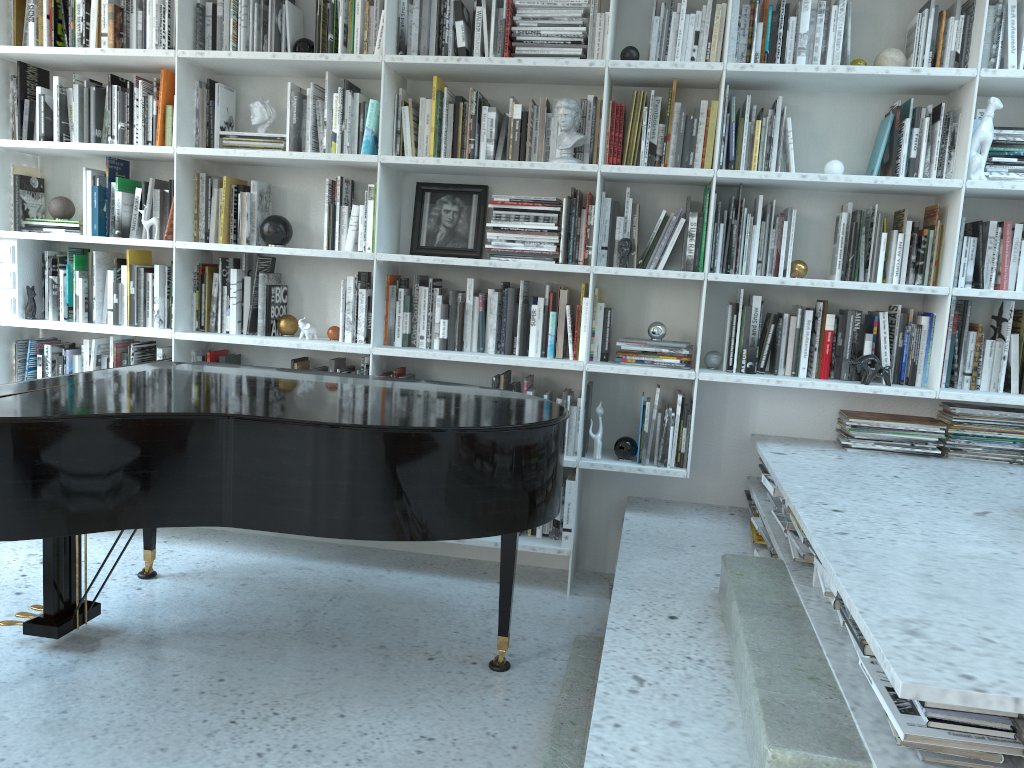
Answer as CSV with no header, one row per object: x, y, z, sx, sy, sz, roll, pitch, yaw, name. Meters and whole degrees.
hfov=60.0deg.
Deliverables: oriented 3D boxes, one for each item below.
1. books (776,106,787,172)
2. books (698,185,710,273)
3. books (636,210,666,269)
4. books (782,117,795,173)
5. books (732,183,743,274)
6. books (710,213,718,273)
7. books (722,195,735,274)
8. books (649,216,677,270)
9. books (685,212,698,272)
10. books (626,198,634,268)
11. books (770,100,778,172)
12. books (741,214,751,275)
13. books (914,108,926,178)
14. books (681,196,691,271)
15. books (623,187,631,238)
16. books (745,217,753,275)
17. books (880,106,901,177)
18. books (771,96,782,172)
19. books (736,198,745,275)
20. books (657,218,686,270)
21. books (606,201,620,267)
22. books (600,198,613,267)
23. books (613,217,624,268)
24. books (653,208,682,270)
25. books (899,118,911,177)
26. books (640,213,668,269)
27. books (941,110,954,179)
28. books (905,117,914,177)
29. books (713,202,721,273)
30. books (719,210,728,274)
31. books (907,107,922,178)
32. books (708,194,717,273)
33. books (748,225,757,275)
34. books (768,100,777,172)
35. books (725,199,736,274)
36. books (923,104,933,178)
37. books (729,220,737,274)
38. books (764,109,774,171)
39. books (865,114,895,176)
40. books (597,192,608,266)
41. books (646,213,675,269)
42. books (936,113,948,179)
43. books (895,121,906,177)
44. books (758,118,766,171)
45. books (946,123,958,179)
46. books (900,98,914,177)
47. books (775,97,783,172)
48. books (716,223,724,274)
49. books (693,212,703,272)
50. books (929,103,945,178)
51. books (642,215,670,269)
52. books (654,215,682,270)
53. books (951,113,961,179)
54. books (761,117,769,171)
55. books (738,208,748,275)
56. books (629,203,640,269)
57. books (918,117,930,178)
1.006,-0.899,3.338,0.007,0.254,0.160,5,8,9,books
0.734,-0.589,3.407,0.014,0.325,0.182,5,8,9,books
0.540,-0.553,3.434,0.095,0.228,0.189,5,7,9,books
1.030,-0.871,3.310,0.051,0.210,0.176,5,7,9,books
0.860,-0.590,3.407,0.007,0.342,0.149,5,8,9,books
0.773,-0.538,3.414,0.012,0.226,0.147,5,8,9,books
0.825,-0.568,3.400,0.018,0.295,0.177,5,8,9,books
0.587,-0.544,3.448,0.090,0.212,0.143,5,8,9,books
0.687,-0.541,3.412,0.029,0.223,0.170,5,7,9,books
0.458,-0.584,3.471,0.012,0.266,0.157,5,8,9,books
0.975,-0.911,3.334,0.006,0.274,0.166,5,8,9,books
0.884,-0.526,3.378,0.011,0.227,0.187,5,7,9,books
1.472,-0.863,3.250,0.015,0.260,0.152,5,8,9,books
0.672,-0.576,3.431,0.013,0.286,0.138,5,8,9,books
0.445,-0.605,3.461,0.013,0.307,0.141,5,8,9,books
0.897,-0.523,3.389,0.013,0.218,0.160,5,7,9,books
1.391,-0.872,3.266,0.021,0.265,0.174,5,8,9,books
0.984,-0.917,3.332,0.013,0.288,0.158,5,8,9,books
0.866,-0.557,3.385,0.005,0.284,0.159,5,8,9,books
0.618,-0.537,3.441,0.091,0.205,0.169,5,7,9,books
0.397,-0.582,3.477,0.028,0.253,0.142,5,8,9,books
0.372,-0.590,3.484,0.024,0.264,0.153,5,8,9,books
0.419,-0.548,3.457,0.027,0.192,0.182,5,7,9,books
0.602,-0.557,3.442,0.094,0.239,0.149,5,8,9,books
1.419,-0.846,3.258,0.013,0.219,0.187,5,7,9,books
0.552,-0.551,3.451,0.088,0.220,0.138,5,8,9,books
1.561,-0.851,3.227,0.011,0.253,0.169,5,8,9,books
1.445,-0.852,3.271,0.007,0.230,0.146,5,8,9,books
0.784,-0.556,3.403,0.010,0.267,0.157,5,8,9,books
0.811,-0.543,3.419,0.011,0.239,0.136,5,8,9,books
1.455,-0.866,3.252,0.018,0.263,0.164,5,8,9,books
0.765,-0.576,3.423,0.014,0.299,0.147,5,8,9,books
0.908,-0.506,3.384,0.013,0.186,0.183,5,7,9,books
0.968,-0.909,3.330,0.006,0.270,0.178,5,8,9,books
0.836,-0.560,3.397,0.006,0.282,0.155,5,8,9,books
1.505,-0.868,3.252,0.032,0.275,0.154,5,8,9,books
0.844,-0.522,3.408,0.013,0.205,0.153,5,7,9,books
0.957,-0.897,3.342,0.017,0.243,0.132,5,8,9,books
1.355,-0.863,3.280,0.056,0.241,0.153,5,8,9,books
0.355,-0.602,3.485,0.012,0.285,0.159,5,8,9,books
0.577,-0.552,3.454,0.095,0.226,0.144,5,8,9,books
1.551,-0.850,3.246,0.013,0.245,0.158,5,8,9,books
1.409,-0.842,3.260,0.006,0.210,0.187,5,7,9,books
0.934,-0.882,3.344,0.014,0.209,0.156,5,7,9,books
1.579,-0.831,3.242,0.023,0.212,0.164,5,7,9,books
1.437,-0.885,3.267,0.013,0.296,0.153,5,8,9,books
1.003,-0.927,3.370,0.011,0.301,0.088,5,8,9,books
0.795,-0.517,3.416,0.015,0.188,0.168,5,7,9,books
0.714,-0.542,3.419,0.021,0.227,0.148,5,8,9,books
1.524,-0.864,3.227,0.012,0.274,0.183,5,8,9,books
0.557,-0.543,3.437,0.089,0.210,0.175,5,7,9,books
0.607,-0.545,3.452,0.090,0.215,0.139,5,8,9,books
1.595,-0.845,3.228,0.010,0.246,0.158,5,8,9,books
0.943,-0.882,3.334,0.007,0.212,0.158,5,7,9,books
0.875,-0.540,3.388,0.013,0.249,0.165,5,8,9,books
0.480,-0.574,3.469,0.035,0.249,0.140,5,8,9,books
1.483,-0.843,3.243,0.012,0.225,0.177,5,7,9,books
